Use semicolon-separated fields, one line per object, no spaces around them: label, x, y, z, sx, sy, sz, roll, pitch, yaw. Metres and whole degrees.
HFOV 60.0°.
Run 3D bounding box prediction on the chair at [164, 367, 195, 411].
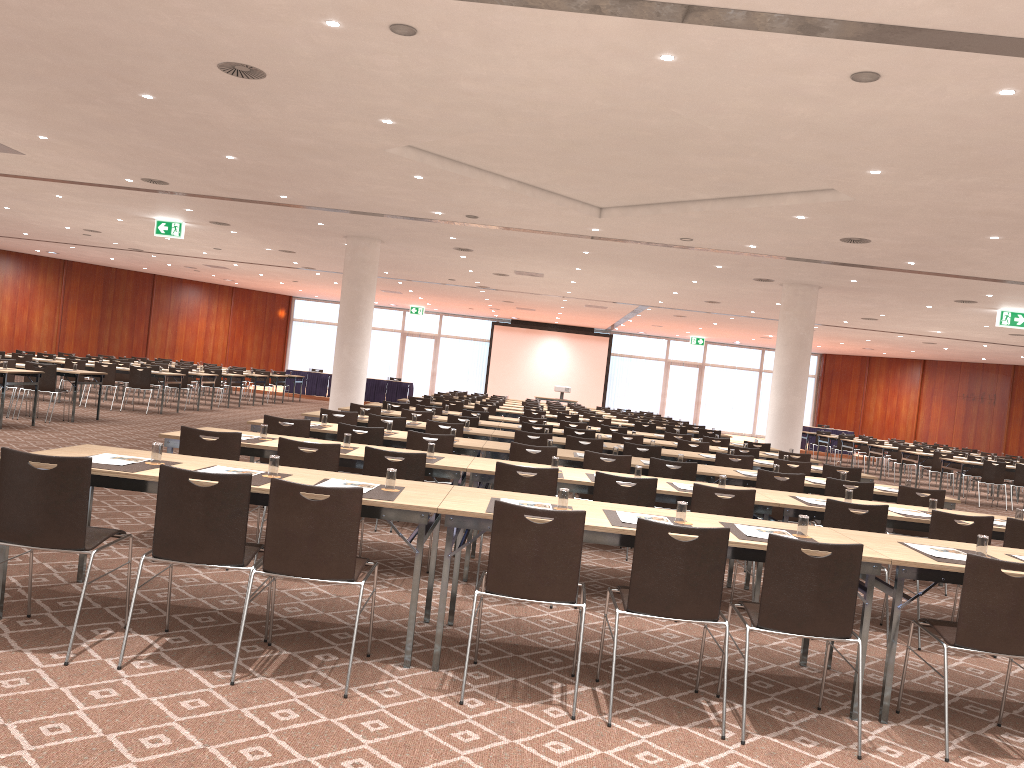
chair;-7.458;0.104;19.893;0.535;0.939;0.613;6;1;-2

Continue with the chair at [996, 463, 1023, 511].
chair;10.097;2.045;17.607;0.535;0.939;0.613;6;1;3

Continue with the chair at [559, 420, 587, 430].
chair;0.934;1.063;14.298;0.535;0.939;0.613;6;1;1

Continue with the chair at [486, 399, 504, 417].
chair;-0.474;0.857;21.794;0.535;0.939;0.613;6;1;-1

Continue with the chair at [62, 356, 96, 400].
chair;-9.749;-0.148;20.022;0.535;0.939;0.613;6;1;0

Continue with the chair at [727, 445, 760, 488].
chair;3.100;1.314;12.218;0.535;0.939;0.613;6;1;-1

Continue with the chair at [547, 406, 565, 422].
chair;1.043;1.023;21.839;0.535;0.939;0.613;6;1;2

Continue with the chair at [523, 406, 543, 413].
chair;0.431;0.970;19.775;0.535;0.939;0.613;6;1;1

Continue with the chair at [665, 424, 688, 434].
chair;3.211;1.289;17.716;0.535;0.939;0.613;6;1;0

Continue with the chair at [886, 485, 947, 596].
chair;3.680;1.405;8.240;0.535;0.939;0.613;6;1;-2

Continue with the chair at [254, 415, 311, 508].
chair;-2.113;0.769;8.327;0.535;0.939;0.613;6;1;1

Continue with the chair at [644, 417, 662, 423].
chair;3.382;1.281;21.713;0.535;0.939;0.613;6;1;3

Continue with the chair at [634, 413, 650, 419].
chair;3.399;1.269;23.748;0.535;0.939;0.613;6;1;-2

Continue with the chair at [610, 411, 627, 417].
chair;2.790;1.202;23.726;0.535;0.939;0.613;6;1;1

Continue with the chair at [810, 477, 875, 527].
chair;3.027;1.334;8.219;0.535;0.939;0.613;6;1;2

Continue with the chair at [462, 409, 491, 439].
chair;-0.621;0.892;14.373;0.535;0.939;0.613;6;1;3

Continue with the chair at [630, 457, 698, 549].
chair;1.444;1.159;8.287;0.535;0.939;0.613;6;1;4

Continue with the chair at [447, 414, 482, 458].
chair;-0.701;0.897;12.298;0.535;0.939;0.613;6;1;4

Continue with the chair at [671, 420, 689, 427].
chair;4.047;1.354;21.734;0.535;0.939;0.613;6;1;1

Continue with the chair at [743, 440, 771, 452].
chair;3.829;1.381;14.203;0.535;0.939;0.613;6;1;-1

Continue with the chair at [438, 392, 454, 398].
chair;-1.810;0.697;23.822;0.535;0.939;0.613;6;1;2

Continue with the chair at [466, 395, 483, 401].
chair;-1.044;0.780;23.883;0.535;0.939;0.613;6;1;1

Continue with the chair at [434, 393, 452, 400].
chair;-1.745;0.717;21.897;0.535;0.939;0.613;6;1;-2

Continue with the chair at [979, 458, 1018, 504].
chair;10.794;2.108;19.593;0.535;0.939;0.613;6;1;0

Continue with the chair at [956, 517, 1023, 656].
chair;3.593;1.409;6.284;0.535;0.939;0.613;6;1;3

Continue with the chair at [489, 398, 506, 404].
chair;-0.427;0.849;23.828;0.535;0.939;0.613;6;1;4

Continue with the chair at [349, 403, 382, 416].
chair;-2.061;0.747;12.403;0.535;0.939;0.613;6;1;1

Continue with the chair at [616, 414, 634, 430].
chair;2.723;1.208;21.804;0.535;0.939;0.613;6;1;2

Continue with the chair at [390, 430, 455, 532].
chair;-0.801;0.913;8.376;0.535;0.939;0.613;6;1;-1

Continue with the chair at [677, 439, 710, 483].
chair;2.447;1.242;12.309;0.535;0.939;0.613;6;1;3

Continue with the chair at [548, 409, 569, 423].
chair;1.004;1.033;19.797;0.535;0.939;0.613;6;1;0

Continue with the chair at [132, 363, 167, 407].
chair;-8.161;0.026;20.048;0.535;0.939;0.613;6;1;0

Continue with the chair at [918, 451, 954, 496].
chair;9.456;1.961;19.680;0.535;0.939;0.613;6;1;2

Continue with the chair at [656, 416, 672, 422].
chair;3.998;1.335;23.701;0.535;0.939;0.613;6;1;3

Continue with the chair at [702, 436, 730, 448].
chair;3.201;1.312;14.251;0.535;0.939;0.613;6;1;1

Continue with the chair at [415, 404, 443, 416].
chair;-1.369;0.810;14.312;0.535;0.939;0.613;6;1;-1

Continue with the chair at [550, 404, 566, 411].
chair;1.173;1.024;23.794;0.535;0.939;0.613;6;1;-1

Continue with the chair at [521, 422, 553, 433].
chair;0.298;1.006;12.354;0.535;0.939;0.613;6;1;-1

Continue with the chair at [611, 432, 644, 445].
chair;1.541;1.143;12.285;0.535;0.939;0.613;6;1;2

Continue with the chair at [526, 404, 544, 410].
chair;0.518;0.966;21.808;0.535;0.939;0.613;6;1;3

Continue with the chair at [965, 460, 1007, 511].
chair;9.421;1.972;17.540;0.535;0.939;0.613;6;1;3

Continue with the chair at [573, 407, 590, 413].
chair;1.803;1.093;23.823;0.535;0.939;0.613;6;1;-2

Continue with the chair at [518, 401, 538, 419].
chair;0.442;0.944;23.775;0.535;0.939;0.613;6;1;3

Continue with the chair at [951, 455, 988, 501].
chair;10.127;2.036;19.526;0.535;0.939;0.613;6;1;3

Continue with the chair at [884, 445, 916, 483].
chair;9.546;1.957;21.678;0.535;0.939;0.613;6;1;1

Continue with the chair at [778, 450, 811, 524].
chair;3.807;1.392;12.238;0.535;0.939;0.613;6;1;2

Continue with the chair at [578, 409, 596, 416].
chair;1.783;1.105;21.747;0.535;0.939;0.613;6;1;0

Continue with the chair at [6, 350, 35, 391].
chair;-10.984;-0.284;20.107;0.535;0.939;0.613;6;1;0

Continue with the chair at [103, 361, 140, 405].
chair;-8.728;-0.036;19.920;0.535;0.939;0.613;6;1;4

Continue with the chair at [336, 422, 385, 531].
chair;-1.431;0.844;8.347;0.535;0.939;0.613;6;1;3

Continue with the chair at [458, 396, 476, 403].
chair;-1.131;0.785;21.842;0.535;0.939;0.613;6;1;4

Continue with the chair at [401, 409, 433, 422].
chair;-1.350;0.825;12.346;0.535;0.939;0.613;6;1;0

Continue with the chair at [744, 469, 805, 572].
chair;2.430;1.268;8.309;0.535;0.939;0.613;6;1;3

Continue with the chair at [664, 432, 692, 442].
chair;2.587;1.244;14.229;0.535;0.939;0.613;6;1;1

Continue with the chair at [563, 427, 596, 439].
chair;0.885;1.071;12.264;0.535;0.939;0.613;6;1;2

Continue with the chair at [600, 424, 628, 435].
chair;1.578;1.133;14.327;0.535;0.939;0.613;6;1;-2

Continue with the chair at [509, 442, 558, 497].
chair;0.163;1.019;8.314;0.535;0.939;0.613;6;1;3

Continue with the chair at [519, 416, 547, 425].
chair;0.301;0.993;14.277;0.535;0.939;0.613;6;1;4

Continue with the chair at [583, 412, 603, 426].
chair;1.746;1.114;19.824;0.535;0.939;0.613;6;1;-1

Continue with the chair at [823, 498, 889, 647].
chair;2.309;1.268;6.234;0.535;0.939;0.613;6;1;-2
